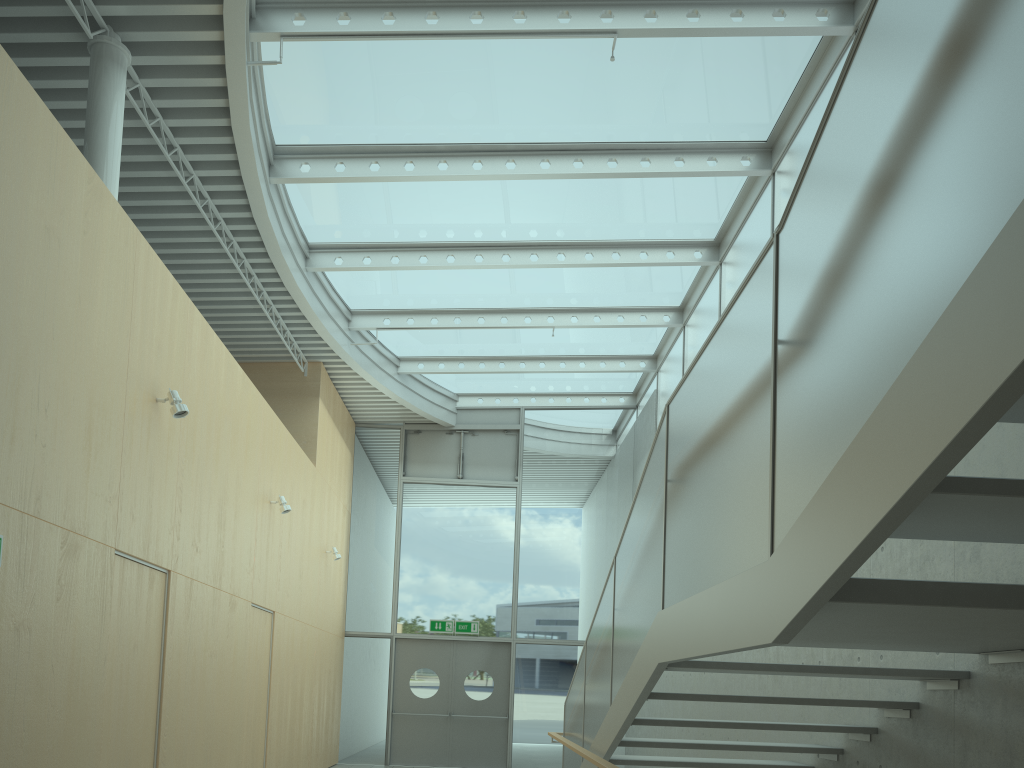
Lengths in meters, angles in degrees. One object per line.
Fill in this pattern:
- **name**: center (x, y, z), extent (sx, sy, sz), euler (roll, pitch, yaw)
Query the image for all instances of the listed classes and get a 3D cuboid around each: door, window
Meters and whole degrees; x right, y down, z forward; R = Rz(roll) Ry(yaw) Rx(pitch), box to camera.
- **door**: center (-1.007, 5.263, 13.993), extent (1.923, 2.053, 0.179), euler (3, -4, -2)
- **window**: center (2.266, -0.347, 8.762), extent (0.030, 2.639, 16.482), euler (2, -20, -1)
- **window**: center (-0.354, 3.319, 14.156), extent (4.860, 6.124, 0.112), euler (3, -4, -2)
- **window**: center (0.035, 1.066, 8.591), extent (4.786, 6.031, 16.664), euler (2, -18, -1)

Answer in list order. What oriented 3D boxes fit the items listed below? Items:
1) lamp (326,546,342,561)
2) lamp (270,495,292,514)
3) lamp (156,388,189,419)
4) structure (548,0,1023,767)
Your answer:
- **lamp**: center (-2.540, 2.410, 12.085), extent (0.234, 0.191, 0.145), euler (7, -11, -21)
- **lamp**: center (-2.437, 1.265, 8.946), extent (0.234, 0.191, 0.145), euler (7, -11, -21)
- **lamp**: center (-2.334, 0.128, 5.828), extent (0.234, 0.191, 0.145), euler (7, -11, -21)
- **structure**: center (1.557, 0.421, 2.689), extent (1.887, 4.049, 13.279), euler (2, -19, -1)
